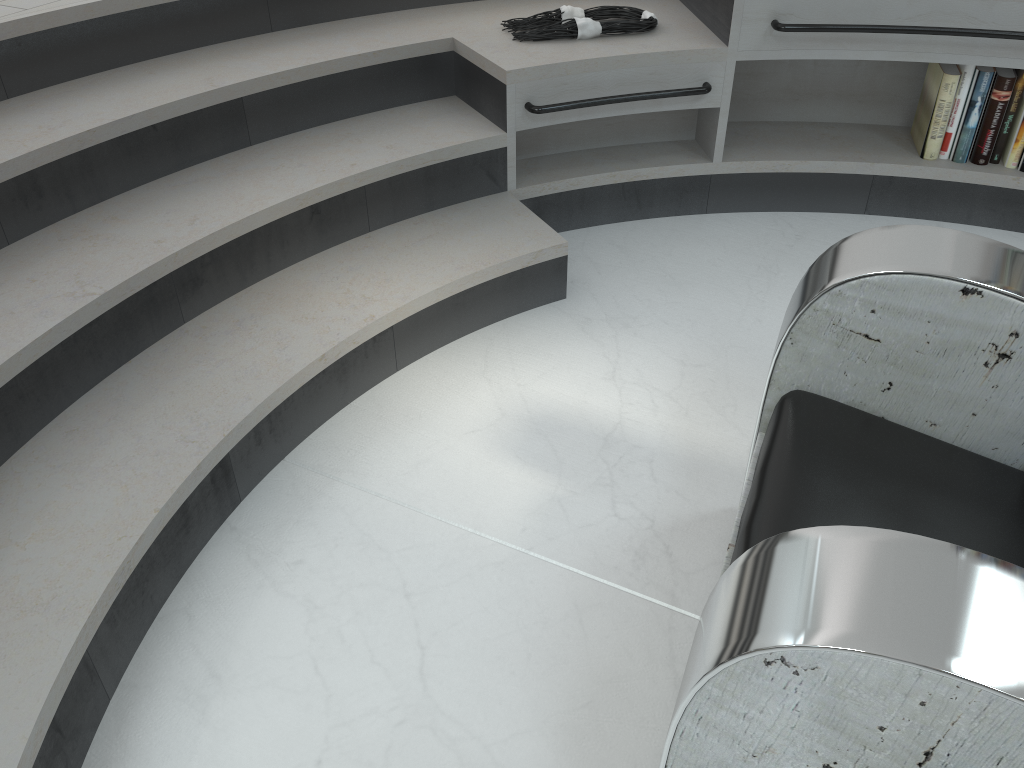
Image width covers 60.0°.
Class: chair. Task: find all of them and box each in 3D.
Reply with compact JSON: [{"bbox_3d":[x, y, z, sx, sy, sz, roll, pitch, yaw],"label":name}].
[{"bbox_3d":[0.650,0.278,1.147,0.742,0.709,0.833,13,39,18],"label":"chair"}]

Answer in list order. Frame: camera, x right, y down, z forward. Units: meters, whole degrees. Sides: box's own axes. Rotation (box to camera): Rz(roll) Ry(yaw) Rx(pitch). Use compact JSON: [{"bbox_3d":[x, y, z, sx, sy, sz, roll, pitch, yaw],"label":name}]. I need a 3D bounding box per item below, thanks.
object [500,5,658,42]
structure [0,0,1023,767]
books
[{"bbox_3d":[0.207,-1.076,2.650,0.473,0.081,0.221,-6,37,-8],"label":"object"},{"bbox_3d":[0.587,0.216,1.239,4.715,0.683,4.770,-11,38,-14],"label":"structure"},{"bbox_3d":[1.953,-0.796,2.288,1.649,0.686,0.394,25,43,29],"label":"books"}]
